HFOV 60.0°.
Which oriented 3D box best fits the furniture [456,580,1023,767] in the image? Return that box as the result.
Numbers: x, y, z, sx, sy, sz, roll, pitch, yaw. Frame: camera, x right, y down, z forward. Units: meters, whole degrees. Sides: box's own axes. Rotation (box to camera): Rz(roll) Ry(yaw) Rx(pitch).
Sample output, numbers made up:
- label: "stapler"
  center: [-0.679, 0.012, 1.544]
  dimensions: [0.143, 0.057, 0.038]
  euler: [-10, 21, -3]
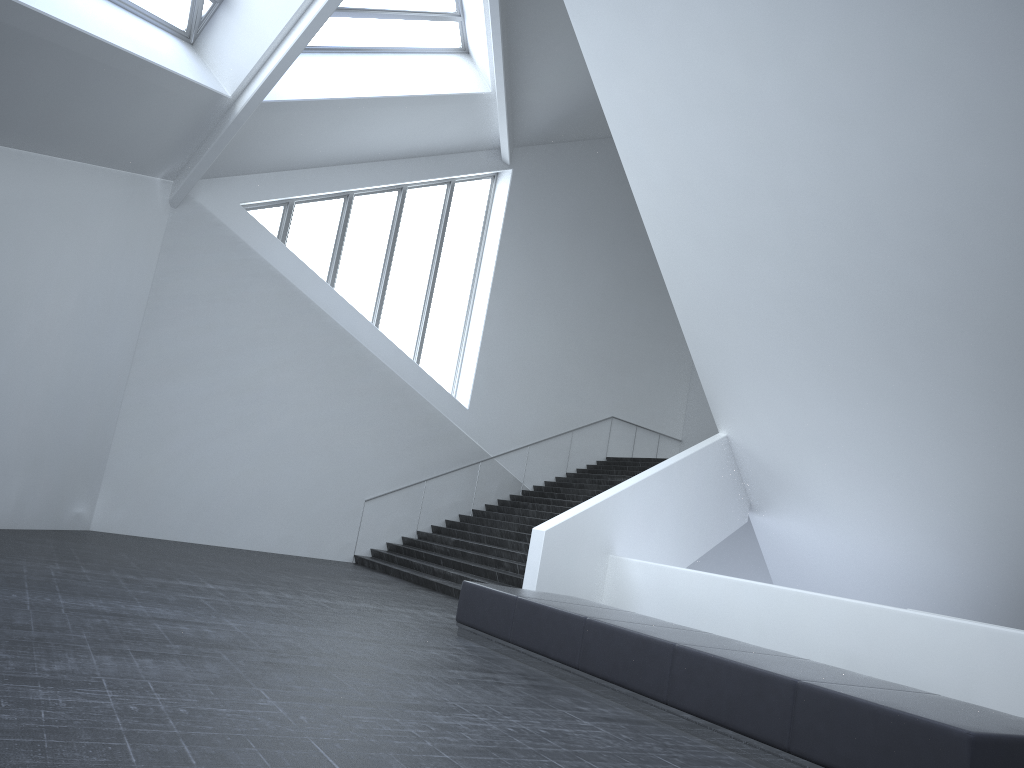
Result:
- label: "furniture"
  center: [1.484, 2.384, 7.290]
  dimensions: [1.488, 0.580, 5.742]
  euler: [15, -11, -28]
